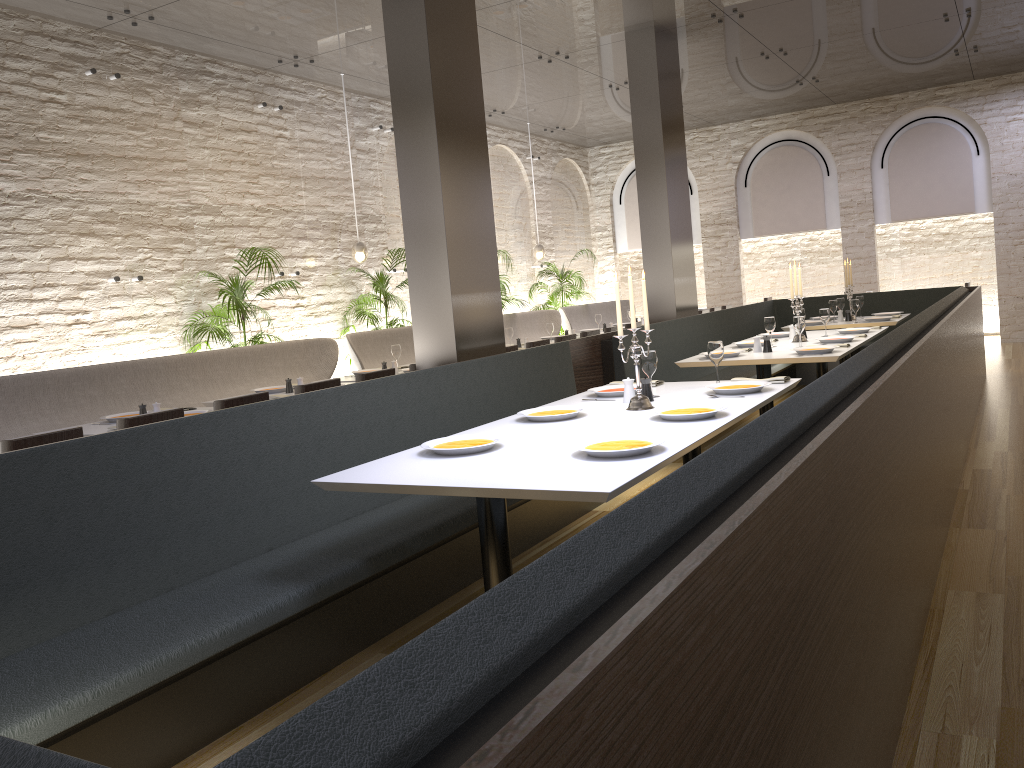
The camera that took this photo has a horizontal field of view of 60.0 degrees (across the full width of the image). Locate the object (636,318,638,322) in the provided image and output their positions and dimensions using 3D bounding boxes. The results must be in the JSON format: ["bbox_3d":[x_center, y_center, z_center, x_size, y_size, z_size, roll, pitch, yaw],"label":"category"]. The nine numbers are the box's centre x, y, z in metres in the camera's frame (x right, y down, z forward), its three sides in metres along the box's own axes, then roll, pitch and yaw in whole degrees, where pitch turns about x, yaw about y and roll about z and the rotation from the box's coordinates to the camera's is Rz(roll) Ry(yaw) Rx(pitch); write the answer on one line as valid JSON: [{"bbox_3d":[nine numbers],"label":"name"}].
[{"bbox_3d":[1.742,-0.878,12.410,0.059,0.109,0.059,-7,4,-24],"label":"object"}]

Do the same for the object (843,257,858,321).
[{"bbox_3d":[3.501,-0.989,9.195,0.131,0.655,0.391,-2,5,41],"label":"object"}]

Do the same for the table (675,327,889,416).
[{"bbox_3d":[2.267,0.048,7.031,1.099,0.758,2.548,-2,6,30],"label":"table"}]

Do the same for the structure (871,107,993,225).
[{"bbox_3d":[6.325,-3.348,13.438,1.632,1.671,0.098,-2,4,30],"label":"structure"}]

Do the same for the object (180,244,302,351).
[{"bbox_3d":[-2.437,-0.241,8.091,1.191,1.970,1.146,-7,4,-29],"label":"object"}]

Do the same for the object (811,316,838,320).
[{"bbox_3d":[3.424,-0.716,9.691,0.321,0.036,0.323,-2,6,25],"label":"object"}]

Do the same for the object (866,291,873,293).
[{"bbox_3d":[4.422,-1.030,10.950,0.086,0.230,0.086,-7,4,-30],"label":"object"}]

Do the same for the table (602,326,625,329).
[{"bbox_3d":[1.838,-0.457,12.480,0.935,0.758,1.014,-2,6,30],"label":"table"}]

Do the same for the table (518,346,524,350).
[{"bbox_3d":[0.168,-0.017,9.544,0.935,0.758,1.014,-2,6,30],"label":"table"}]

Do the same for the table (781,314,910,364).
[{"bbox_3d":[3.525,-0.283,9.243,1.099,0.758,1.193,-2,6,30],"label":"table"}]

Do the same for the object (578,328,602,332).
[{"bbox_3d":[1.024,-0.698,11.638,0.322,0.036,0.322,-7,6,-23],"label":"object"}]

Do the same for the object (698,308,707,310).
[{"bbox_3d":[3.484,-1.360,16.097,0.322,0.036,0.322,-8,6,-25],"label":"object"}]

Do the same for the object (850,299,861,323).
[{"bbox_3d":[3.381,-0.715,8.717,0.087,0.230,0.086,-7,4,-24],"label":"object"}]

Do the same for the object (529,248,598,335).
[{"bbox_3d":[0.818,-1.096,13.783,1.144,1.970,1.192,-4,4,11],"label":"object"}]

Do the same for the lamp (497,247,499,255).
[{"bbox_3d":[-0.349,-2.690,12.040,0.177,2.036,0.178,-5,3,9],"label":"lamp"}]

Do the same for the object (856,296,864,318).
[{"bbox_3d":[3.761,-0.833,9.566,0.086,0.230,0.086,-5,4,0],"label":"object"}]

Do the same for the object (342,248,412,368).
[{"bbox_3d":[-1.397,-0.515,9.918,1.191,1.970,1.146,-7,4,-29],"label":"object"}]

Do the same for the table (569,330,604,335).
[{"bbox_3d":[1.295,-0.313,11.525,0.935,0.758,1.014,-2,6,30],"label":"table"}]

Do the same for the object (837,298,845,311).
[{"bbox_3d":[3.524,-0.804,9.486,0.087,0.230,0.086,-7,4,-24],"label":"object"}]

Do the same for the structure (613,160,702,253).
[{"bbox_3d":[2.532,-3.230,15.619,1.632,1.671,0.098,-2,4,30],"label":"structure"}]

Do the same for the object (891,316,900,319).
[{"bbox_3d":[3.766,-0.666,8.954,0.272,0.033,0.143,-2,6,30],"label":"object"}]

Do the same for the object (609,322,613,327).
[{"bbox_3d":[1.282,-0.743,11.459,0.059,0.109,0.059,-7,4,-24],"label":"object"}]

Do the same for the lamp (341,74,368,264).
[{"bbox_3d":[-1.737,-2.325,9.600,0.178,2.036,0.177,-8,4,-39],"label":"lamp"}]

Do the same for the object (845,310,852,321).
[{"bbox_3d":[3.453,-0.703,9.100,0.069,0.126,0.069,-6,4,-18],"label":"object"}]

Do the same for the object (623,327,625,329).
[{"bbox_3d":[1.489,-0.713,11.368,0.322,0.036,0.322,-7,6,-23],"label":"object"}]

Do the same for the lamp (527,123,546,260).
[{"bbox_3d":[0.335,-2.870,13.241,0.177,2.036,0.178,-5,3,9],"label":"lamp"}]

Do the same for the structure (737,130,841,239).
[{"bbox_3d":[4.489,-3.291,14.493,1.632,1.671,0.098,-2,4,30],"label":"structure"}]

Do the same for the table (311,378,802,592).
[{"bbox_3d":[0.452,0.526,3.842,1.099,0.758,2.548,-2,6,30],"label":"table"}]

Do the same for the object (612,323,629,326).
[{"bbox_3d":[1.567,-0.841,12.593,0.322,0.036,0.322,-7,6,-23],"label":"object"}]

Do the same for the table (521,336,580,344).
[{"bbox_3d":[0.744,-0.168,10.558,0.935,0.758,1.014,-2,6,30],"label":"table"}]

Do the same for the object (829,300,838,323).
[{"bbox_3d":[3.300,-0.746,9.093,0.087,0.230,0.086,-7,4,-24],"label":"object"}]

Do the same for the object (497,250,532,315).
[{"bbox_3d":[-0.409,-0.776,11.659,1.147,1.970,1.190,-6,4,-19],"label":"object"}]

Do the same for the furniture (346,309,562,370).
[{"bbox_3d":[-0.295,-0.218,10.273,0.708,1.094,4.492,-3,6,30],"label":"furniture"}]

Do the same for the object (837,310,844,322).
[{"bbox_3d":[3.395,-0.704,9.160,0.069,0.126,0.069,-6,4,-18],"label":"object"}]

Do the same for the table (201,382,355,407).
[{"bbox_3d":[-1.535,0.432,6.551,0.935,0.758,1.014,-2,6,30],"label":"table"}]

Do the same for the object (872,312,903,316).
[{"bbox_3d":[3.973,-0.733,9.373,0.322,0.036,0.322,-6,6,-12],"label":"object"}]

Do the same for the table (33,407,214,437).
[{"bbox_3d":[-2.151,0.594,5.469,0.935,0.758,1.014,-2,6,30],"label":"table"}]

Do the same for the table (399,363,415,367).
[{"bbox_3d":[-0.404,0.134,8.539,0.935,0.758,1.014,-2,6,30],"label":"table"}]

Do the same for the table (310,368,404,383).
[{"bbox_3d":[-0.977,0.285,7.532,0.935,0.758,1.014,-2,6,30],"label":"table"}]

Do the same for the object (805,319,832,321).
[{"bbox_3d":[3.249,-0.669,9.436,0.272,0.033,0.143,-2,6,30],"label":"object"}]

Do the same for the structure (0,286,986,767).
[{"bbox_3d":[1.498,0.132,5.651,2.370,0.998,10.788,-2,6,30],"label":"structure"}]

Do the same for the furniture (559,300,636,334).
[{"bbox_3d":[1.516,-0.694,13.454,0.706,1.094,2.594,-3,6,30],"label":"furniture"}]

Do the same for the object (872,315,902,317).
[{"bbox_3d":[3.842,-0.686,9.088,0.272,0.033,0.143,-2,6,30],"label":"object"}]

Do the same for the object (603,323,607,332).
[{"bbox_3d":[1.199,-0.735,11.455,0.059,0.109,0.059,-7,4,-24],"label":"object"}]

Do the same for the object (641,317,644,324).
[{"bbox_3d":[1.825,-0.886,12.414,0.059,0.109,0.059,-7,4,-24],"label":"object"}]

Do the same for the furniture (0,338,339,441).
[{"bbox_3d":[-2.579,0.384,6.257,0.708,1.094,4.492,-3,6,30],"label":"furniture"}]
